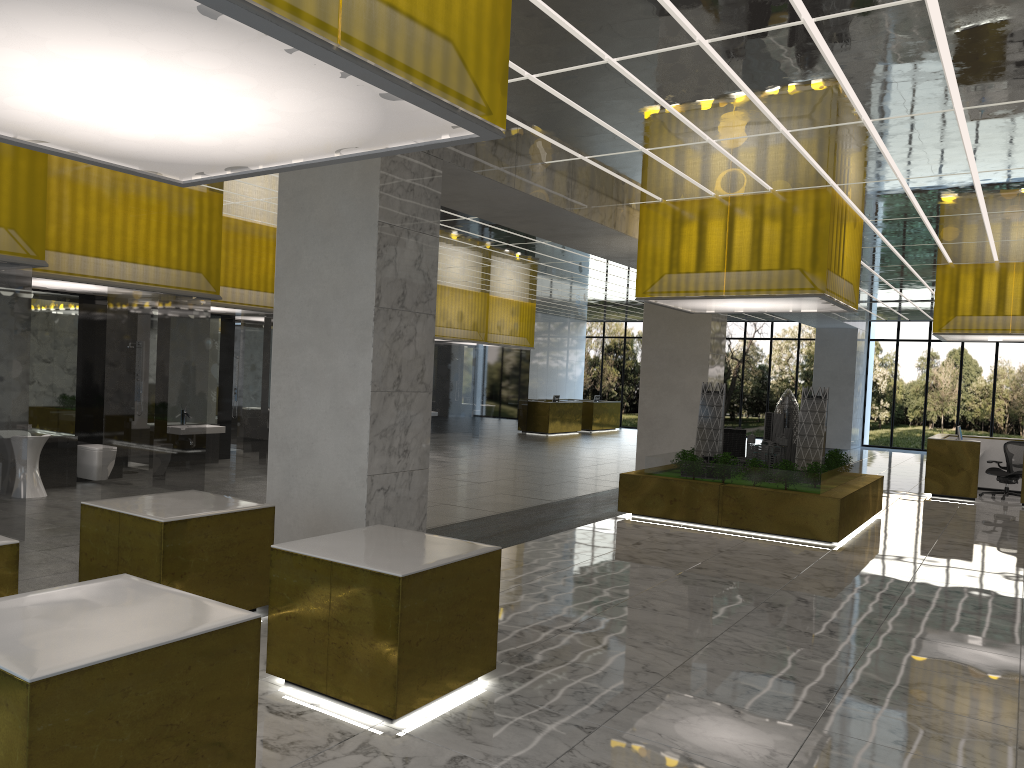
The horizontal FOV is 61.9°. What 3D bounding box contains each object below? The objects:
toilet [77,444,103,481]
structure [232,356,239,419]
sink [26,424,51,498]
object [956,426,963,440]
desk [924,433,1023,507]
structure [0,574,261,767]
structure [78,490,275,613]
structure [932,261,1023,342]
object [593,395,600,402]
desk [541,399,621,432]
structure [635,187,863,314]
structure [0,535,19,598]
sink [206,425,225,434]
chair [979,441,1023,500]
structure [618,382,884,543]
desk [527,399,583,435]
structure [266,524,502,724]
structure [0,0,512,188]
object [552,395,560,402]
[{"bbox_3d":[-8.667,1.633,17.771,0.888,0.694,0.481,3,2,34],"label":"toilet"},{"bbox_3d":[-8.212,0.098,24.977,0.237,1.855,0.428,4,2,24],"label":"structure"},{"bbox_3d":[-8.947,1.508,15.861,0.772,1.461,0.639,4,2,34],"label":"sink"},{"bbox_3d":[12.018,1.456,22.635,0.582,0.668,0.707,4,2,33],"label":"object"},{"bbox_3d":[12.747,2.213,22.097,3.401,1.509,3.286,3,1,33],"label":"desk"},{"bbox_3d":[-2.439,1.900,4.865,1.443,1.174,1.362,3,1,33],"label":"structure"},{"bbox_3d":[-3.459,1.819,8.839,1.443,1.174,1.362,3,1,33],"label":"structure"},{"bbox_3d":[12.934,-2.297,21.978,3.440,2.271,2.942,3,1,34],"label":"structure"},{"bbox_3d":[4.303,0.921,44.265,0.582,0.668,0.707,4,2,33],"label":"object"},{"bbox_3d":[3.484,1.600,44.819,3.401,1.509,3.286,3,1,33],"label":"desk"},{"bbox_3d":[4.542,-2.604,16.149,3.441,2.271,3.061,3,1,33],"label":"structure"},{"bbox_3d":[-4.841,1.781,6.565,1.443,1.174,1.362,3,1,33],"label":"structure"},{"bbox_3d":[-7.852,1.036,20.958,0.925,1.054,1.308,4,1,33],"label":"sink"},{"bbox_3d":[12.789,2.211,21.901,0.985,1.495,1.177,2,2,-33],"label":"chair"},{"bbox_3d":[5.024,1.295,17.279,4.093,2.573,4.856,3,1,33],"label":"structure"},{"bbox_3d":[1.145,1.536,40.970,3.401,1.509,3.286,3,1,33],"label":"desk"},{"bbox_3d":[-1.055,1.938,7.144,1.443,1.174,1.362,3,1,33],"label":"structure"},{"bbox_3d":[-2.188,-2.791,5.074,3.440,2.271,3.060,3,1,33],"label":"structure"},{"bbox_3d":[1.943,0.855,40.382,0.582,0.668,0.707,4,2,33],"label":"object"}]
